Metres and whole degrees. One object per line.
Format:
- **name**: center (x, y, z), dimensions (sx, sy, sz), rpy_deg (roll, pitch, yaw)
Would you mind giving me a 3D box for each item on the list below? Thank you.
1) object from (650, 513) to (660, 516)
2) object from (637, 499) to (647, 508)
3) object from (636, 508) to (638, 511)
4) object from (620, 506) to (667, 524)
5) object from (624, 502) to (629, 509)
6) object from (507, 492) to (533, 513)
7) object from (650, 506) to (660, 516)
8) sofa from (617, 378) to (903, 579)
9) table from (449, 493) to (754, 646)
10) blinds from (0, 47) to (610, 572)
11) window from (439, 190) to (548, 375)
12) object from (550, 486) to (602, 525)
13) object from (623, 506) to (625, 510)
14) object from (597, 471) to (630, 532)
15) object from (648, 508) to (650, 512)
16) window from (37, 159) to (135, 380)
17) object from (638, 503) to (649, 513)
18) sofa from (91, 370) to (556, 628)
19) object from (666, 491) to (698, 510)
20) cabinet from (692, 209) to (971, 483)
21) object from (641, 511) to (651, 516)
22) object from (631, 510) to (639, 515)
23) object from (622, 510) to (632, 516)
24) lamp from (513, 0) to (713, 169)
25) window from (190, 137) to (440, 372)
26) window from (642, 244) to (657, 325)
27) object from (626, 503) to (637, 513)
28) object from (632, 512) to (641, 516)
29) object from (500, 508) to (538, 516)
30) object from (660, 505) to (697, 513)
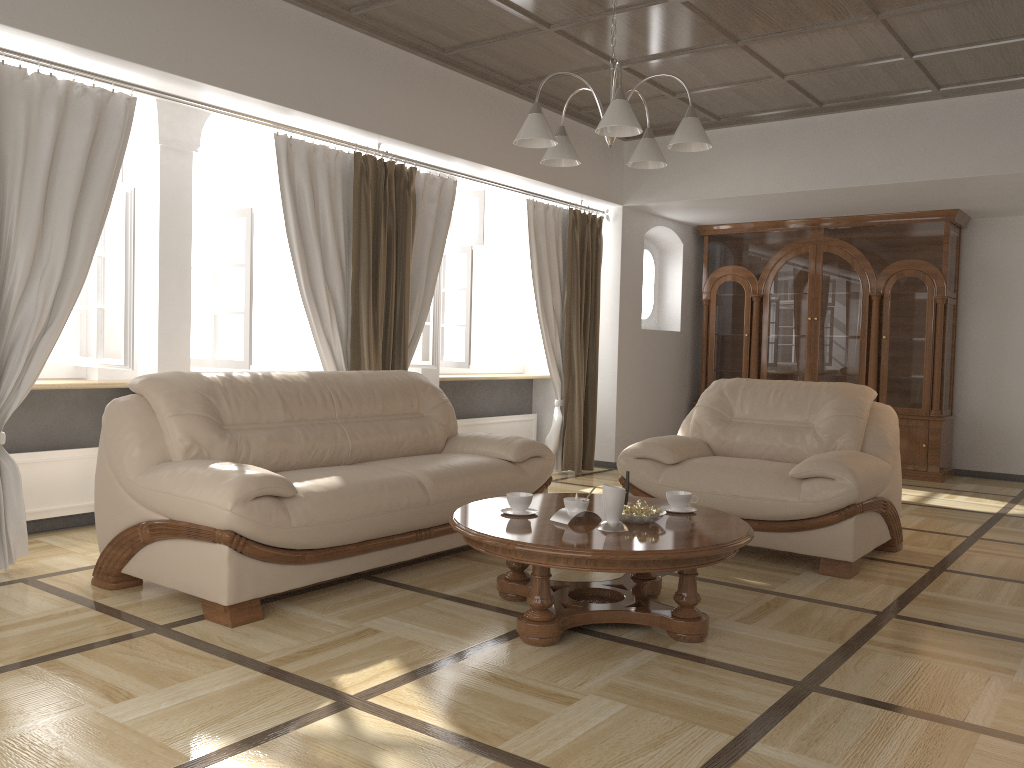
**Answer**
- **object**: center (0.541, 0.497, 3.367), dimensions (0.038, 0.041, 0.041), rpy_deg (2, 3, 21)
- **object**: center (0.502, 0.467, 3.440), dimensions (0.038, 0.044, 0.038), rpy_deg (4, 3, 43)
- **object**: center (0.480, 0.501, 3.453), dimensions (0.040, 0.038, 0.039), rpy_deg (0, 3, -29)
- **object**: center (0.478, 0.506, 3.403), dimensions (0.227, 0.039, 0.227), rpy_deg (0, 3, -29)
- **object**: center (0.454, 0.483, 3.477), dimensions (0.039, 0.039, 0.041), rpy_deg (1, 2, -4)
- **object**: center (0.029, 0.470, 3.496), dimensions (0.105, 0.071, 0.114), rpy_deg (1, 2, -3)
- **object**: center (0.538, 0.479, 3.332), dimensions (0.038, 0.042, 0.038), rpy_deg (4, 3, 45)
- **sofa**: center (1.389, 0.431, 4.896), dimensions (1.318, 0.900, 1.052), rpy_deg (3, 3, 36)
- **table**: center (0.335, 0.715, 3.469), dimensions (1.167, 0.392, 1.169), rpy_deg (3, 3, 32)
- **blinds**: center (-0.905, -0.360, 5.497), dimensions (0.285, 2.294, 5.765), rpy_deg (3, 3, 36)
- **window**: center (-0.120, -0.818, 7.490), dimensions (0.782, 1.500, 1.653), rpy_deg (3, 3, 36)
- **object**: center (0.247, 0.453, 3.381), dimensions (0.178, 0.133, 0.104), rpy_deg (0, 3, -39)
- **object**: center (0.420, 0.483, 3.458), dimensions (0.040, 0.040, 0.038), rpy_deg (2, 2, 16)
- **object**: center (0.372, 0.424, 3.240), dimensions (0.119, 0.210, 0.119), rpy_deg (2, 2, 14)
- **object**: center (0.521, 0.495, 3.459), dimensions (0.039, 0.039, 0.040), rpy_deg (-1, 3, -43)
- **window**: center (-2.603, -0.747, 4.136), dimensions (0.781, 1.500, 1.600), rpy_deg (3, 3, 36)
- **object**: center (0.496, 0.470, 3.363), dimensions (0.037, 0.041, 0.040), rpy_deg (0, 3, -30)
- **sofa**: center (-0.786, 0.396, 4.307), dimensions (1.051, 0.900, 2.135), rpy_deg (3, 3, 36)
- **object**: center (0.686, 0.482, 3.633), dimensions (0.105, 0.071, 0.114), rpy_deg (0, 3, -38)
- **cabinet**: center (2.909, -0.370, 8.355), dimensions (2.360, 2.298, 0.587), rpy_deg (3, 3, 36)
- **object**: center (0.506, 0.499, 3.339), dimensions (0.039, 0.039, 0.041), rpy_deg (2, 2, 14)
- **object**: center (0.471, 0.503, 3.399), dimensions (0.039, 0.038, 0.041), rpy_deg (1, 2, -11)
- **object**: center (0.432, 0.497, 3.353), dimensions (0.037, 0.040, 0.041), rpy_deg (0, 3, -41)
- **lamp**: center (0.408, -1.441, 3.402), dimensions (0.741, 1.094, 0.713), rpy_deg (3, 3, 36)
- **window**: center (-1.313, -0.784, 5.899), dimensions (0.784, 1.500, 1.759), rpy_deg (3, 3, 36)
- **window**: center (1.229, -0.960, 8.530), dimensions (0.050, 0.784, 0.600), rpy_deg (3, 3, 36)
- **object**: center (0.454, 0.473, 3.377), dimensions (0.038, 0.039, 0.040), rpy_deg (2, 3, 21)
- **object**: center (0.472, 0.503, 3.357), dimensions (0.039, 0.040, 0.038), rpy_deg (3, 3, 27)
- **object**: center (0.029, 0.505, 3.493), dimensions (0.150, 0.010, 0.150), rpy_deg (2, 3, 22)
- **object**: center (0.682, 0.516, 3.639), dimensions (0.150, 0.010, 0.150), rpy_deg (3, 3, 26)
